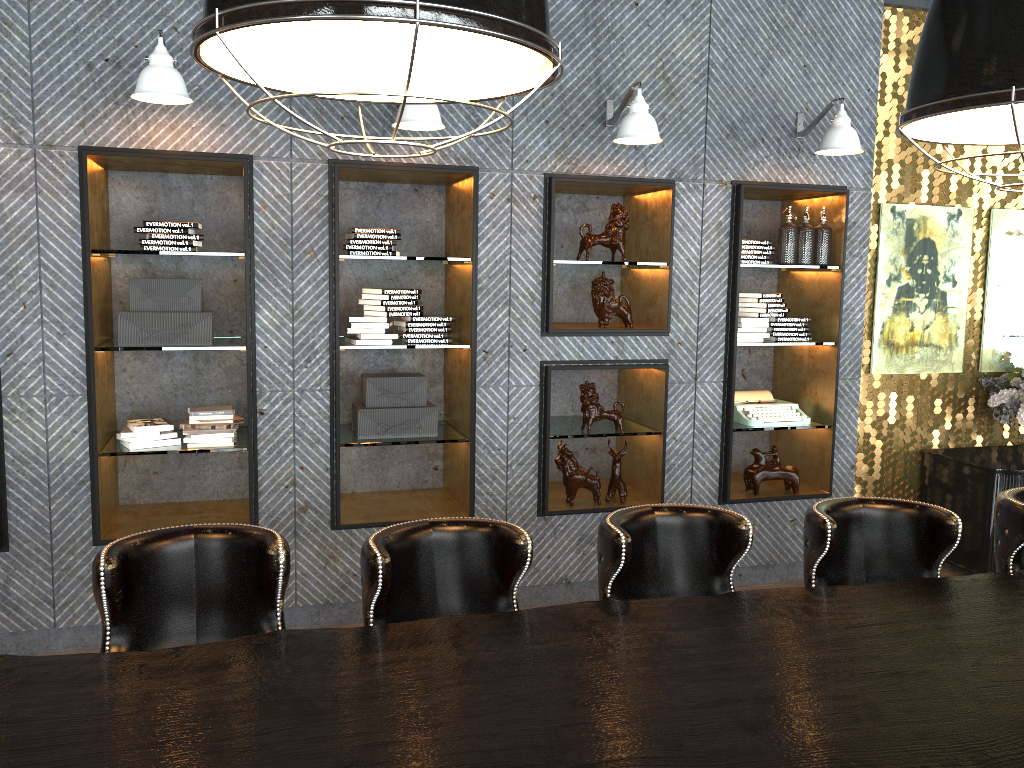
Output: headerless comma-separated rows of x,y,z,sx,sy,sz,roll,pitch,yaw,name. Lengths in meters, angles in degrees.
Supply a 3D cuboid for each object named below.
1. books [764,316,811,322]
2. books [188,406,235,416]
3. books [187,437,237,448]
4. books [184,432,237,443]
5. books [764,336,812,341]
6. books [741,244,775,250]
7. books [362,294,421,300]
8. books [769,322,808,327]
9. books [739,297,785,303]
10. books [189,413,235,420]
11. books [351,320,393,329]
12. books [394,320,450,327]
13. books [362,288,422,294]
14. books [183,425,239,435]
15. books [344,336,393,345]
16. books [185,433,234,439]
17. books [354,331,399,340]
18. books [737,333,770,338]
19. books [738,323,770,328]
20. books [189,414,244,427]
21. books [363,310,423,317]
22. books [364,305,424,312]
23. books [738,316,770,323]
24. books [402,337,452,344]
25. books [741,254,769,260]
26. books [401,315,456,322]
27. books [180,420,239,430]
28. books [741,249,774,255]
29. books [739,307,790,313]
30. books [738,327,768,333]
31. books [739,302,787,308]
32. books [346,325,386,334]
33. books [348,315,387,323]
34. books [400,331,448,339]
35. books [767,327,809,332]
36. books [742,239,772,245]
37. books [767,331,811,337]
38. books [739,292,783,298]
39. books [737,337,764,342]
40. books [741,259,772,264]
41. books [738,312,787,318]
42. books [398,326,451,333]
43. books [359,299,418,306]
1.630,-0.391,5.320,0.245,0.028,0.194,-1,7,-18,books
-1.491,0.134,4.396,0.212,0.024,0.185,-2,8,-22,books
-1.480,0.285,4.381,0.228,0.023,0.167,-1,7,-17,books
-1.488,0.265,4.384,0.224,0.021,0.159,0,7,-8,books
1.634,-0.276,5.314,0.245,0.028,0.194,-1,7,-16,books
1.377,-0.797,5.184,0.245,0.028,0.194,-1,7,-17,books
-0.627,-0.452,4.596,0.193,0.028,0.246,6,8,34,books
1.610,-0.362,5.317,0.245,0.028,0.194,0,7,-11,books
1.451,-0.496,5.230,0.245,0.028,0.194,-4,9,-37,books
-1.480,0.158,4.378,0.206,0.020,0.197,-1,7,-15,books
-0.717,-0.306,4.543,0.193,0.028,0.246,0,7,-4,books
-0.480,-0.320,4.688,0.245,0.028,0.194,-3,8,-27,books
-0.625,-0.482,4.607,0.245,0.028,0.194,-5,9,-41,books
-1.485,0.224,4.373,0.264,0.019,0.205,-1,7,-18,books
-0.741,-0.223,4.560,0.193,0.028,0.246,-2,8,-24,books
-1.489,0.243,4.381,0.228,0.022,0.203,-1,7,-14,books
-0.702,-0.252,4.568,0.193,0.028,0.246,-1,7,-18,books
1.385,-0.292,5.181,0.193,0.028,0.246,1,7,4,books
1.350,-0.351,5.189,0.193,0.028,0.246,-2,8,-22,books
-1.484,0.176,4.405,0.247,0.023,0.244,-3,8,-32,books
-0.615,-0.367,4.600,0.194,0.028,0.245,7,9,42,books
-0.614,-0.394,4.588,0.245,0.028,0.194,-6,10,-44,books
1.351,-0.379,5.185,0.193,0.028,0.246,-1,7,-19,books
-0.452,-0.235,4.696,0.245,0.028,0.194,-1,7,-13,books
1.340,-0.739,5.170,0.245,0.028,0.194,-1,7,-13,books
-0.445,-0.350,4.706,0.245,0.028,0.194,-2,8,-22,books
-1.493,0.201,4.380,0.248,0.023,0.197,1,7,0,books
1.369,-0.768,5.175,0.245,0.028,0.194,-1,7,-15,books
1.481,-0.435,5.208,0.245,0.028,0.194,-5,9,-41,books
1.347,-0.324,5.201,0.193,0.028,0.246,-1,7,-15,books
1.478,-0.469,5.248,0.194,0.028,0.245,7,10,43,books
-0.755,-0.281,4.567,0.193,0.028,0.246,0,7,-11,books
-0.741,-0.336,4.553,0.193,0.028,0.246,0,7,-10,books
-0.463,-0.259,4.659,0.245,0.028,0.194,0,7,-6,books
1.614,-0.333,5.311,0.245,0.028,0.194,-1,7,-15,books
1.357,-0.825,5.175,0.245,0.028,0.194,-1,7,-14,books
1.633,-0.304,5.310,0.245,0.028,0.194,0,7,-4,books
1.449,-0.524,5.232,0.194,0.028,0.245,8,10,44,books
1.351,-0.270,5.226,0.193,0.028,0.246,1,7,-2,books
1.364,-0.713,5.191,0.245,0.028,0.194,-1,7,-12,books
1.473,-0.415,5.269,0.245,0.028,0.194,-4,8,-34,books
-0.467,-0.295,4.716,0.245,0.028,0.194,-2,7,-21,books
-0.644,-0.426,4.609,0.194,0.028,0.245,7,10,43,books
